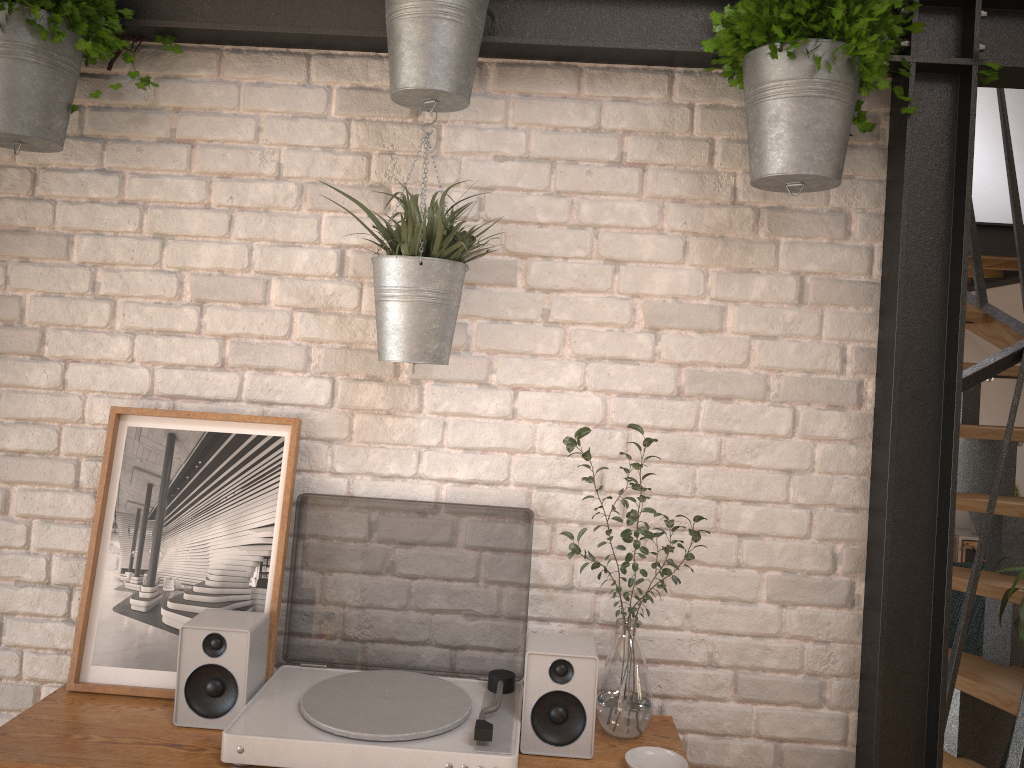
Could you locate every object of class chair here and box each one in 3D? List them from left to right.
[{"bbox_3d":[1.768,1.240,3.625,0.900,0.965,0.897,4,0,-12],"label":"chair"}]

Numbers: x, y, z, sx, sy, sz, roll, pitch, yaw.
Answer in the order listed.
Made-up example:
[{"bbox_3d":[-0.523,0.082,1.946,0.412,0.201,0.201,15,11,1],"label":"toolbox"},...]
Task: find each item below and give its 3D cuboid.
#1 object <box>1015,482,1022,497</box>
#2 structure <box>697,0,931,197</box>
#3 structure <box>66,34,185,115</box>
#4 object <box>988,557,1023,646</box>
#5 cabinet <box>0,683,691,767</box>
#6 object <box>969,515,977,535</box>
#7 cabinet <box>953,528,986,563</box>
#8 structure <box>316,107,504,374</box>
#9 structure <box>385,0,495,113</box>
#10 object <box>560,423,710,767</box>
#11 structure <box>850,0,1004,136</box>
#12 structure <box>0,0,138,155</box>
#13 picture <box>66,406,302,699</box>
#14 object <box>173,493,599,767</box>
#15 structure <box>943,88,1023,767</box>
[{"bbox_3d":[3.516,0.872,6.259,0.168,0.401,0.169,4,-1,-37],"label":"object"},{"bbox_3d":[0.575,-0.693,1.739,0.438,0.653,0.422,3,-1,32],"label":"structure"},{"bbox_3d":[-0.955,-1.400,1.970,2.127,1.681,0.431,4,-1,3],"label":"structure"},{"bbox_3d":[1.504,0.545,2.378,0.528,0.592,0.457,4,0,-10],"label":"object"},{"bbox_3d":[-0.331,1.145,1.655,1.265,0.964,0.455,4,-1,2],"label":"cabinet"},{"bbox_3d":[3.302,0.895,6.243,0.234,0.330,0.214,4,-1,8],"label":"object"},{"bbox_3d":[3.490,1.420,6.272,0.834,0.696,0.379,4,-1,2],"label":"cabinet"},{"bbox_3d":[-0.197,-0.289,1.785,0.360,0.535,0.384,3,0,12],"label":"structure"},{"bbox_3d":[-0.174,-0.847,1.786,0.383,0.607,0.349,4,-1,-35],"label":"structure"},{"bbox_3d":[0.217,0.385,1.717,0.296,0.621,0.290,3,-1,17],"label":"object"},{"bbox_3d":[0.738,-1.455,1.921,1.305,1.872,0.458,4,-1,-1],"label":"structure"},{"bbox_3d":[-0.991,-0.792,1.802,0.438,0.653,0.422,3,-1,32],"label":"structure"},{"bbox_3d":[-0.678,0.348,1.852,0.411,0.576,0.126,4,-1,2],"label":"picture"},{"bbox_3d":[-0.228,0.460,1.710,0.787,0.415,0.414,4,0,2],"label":"object"},{"bbox_3d":[1.414,-0.178,3.030,1.629,3.821,2.246,3,-1,17],"label":"structure"}]
